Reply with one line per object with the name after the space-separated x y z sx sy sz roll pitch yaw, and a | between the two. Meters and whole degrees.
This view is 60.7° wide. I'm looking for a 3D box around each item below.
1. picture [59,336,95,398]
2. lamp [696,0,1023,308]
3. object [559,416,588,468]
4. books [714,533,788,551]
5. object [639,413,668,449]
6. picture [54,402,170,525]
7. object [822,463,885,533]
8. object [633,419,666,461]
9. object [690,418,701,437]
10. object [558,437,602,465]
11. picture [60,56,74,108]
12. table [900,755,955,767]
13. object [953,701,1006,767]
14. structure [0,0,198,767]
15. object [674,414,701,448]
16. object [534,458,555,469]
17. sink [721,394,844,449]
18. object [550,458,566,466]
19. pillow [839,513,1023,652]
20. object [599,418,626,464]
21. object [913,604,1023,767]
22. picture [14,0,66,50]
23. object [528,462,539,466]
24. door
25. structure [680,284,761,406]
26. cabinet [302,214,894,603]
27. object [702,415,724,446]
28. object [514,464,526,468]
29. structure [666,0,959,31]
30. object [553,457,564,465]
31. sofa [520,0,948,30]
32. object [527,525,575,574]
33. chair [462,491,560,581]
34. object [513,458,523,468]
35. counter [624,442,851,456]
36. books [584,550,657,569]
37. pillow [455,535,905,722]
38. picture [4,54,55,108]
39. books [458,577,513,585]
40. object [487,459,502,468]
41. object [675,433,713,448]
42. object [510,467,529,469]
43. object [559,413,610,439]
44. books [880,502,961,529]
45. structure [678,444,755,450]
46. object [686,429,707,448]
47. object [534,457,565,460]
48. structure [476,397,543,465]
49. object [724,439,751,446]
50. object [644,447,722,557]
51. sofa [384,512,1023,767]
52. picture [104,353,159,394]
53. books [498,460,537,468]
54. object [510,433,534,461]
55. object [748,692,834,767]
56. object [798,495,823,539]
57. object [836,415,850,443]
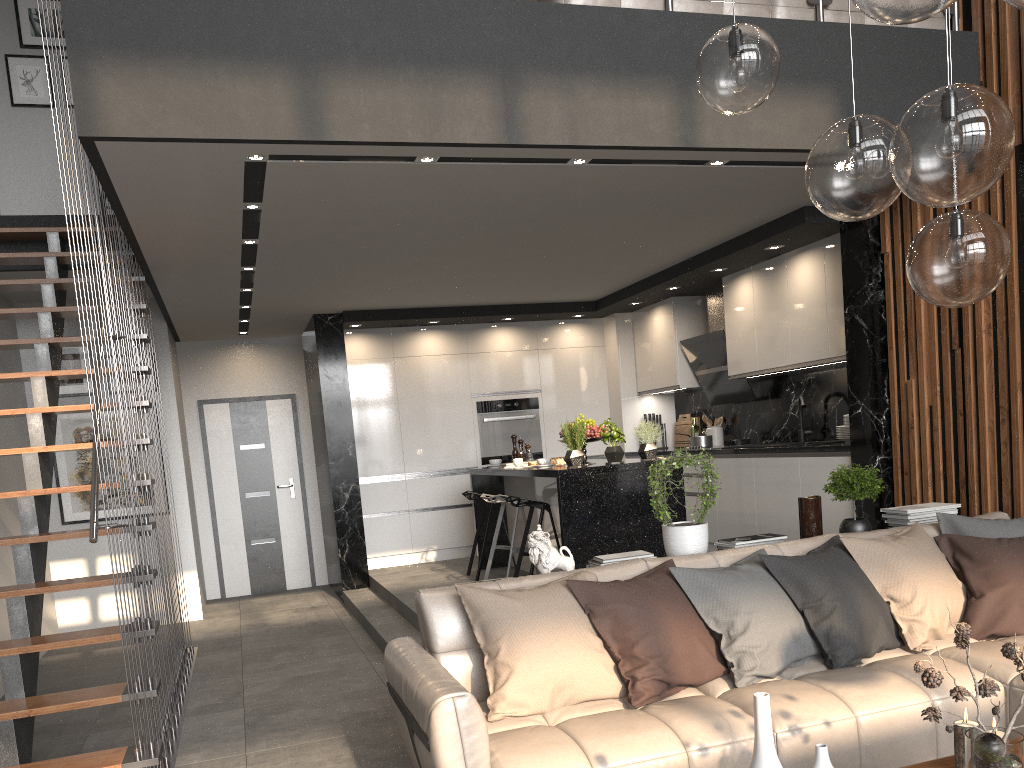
-3.794 -0.145 7.462 0.408 0.512 0.024 -6 5 -17 | picture
0.728 -2.708 1.627 1.224 5.055 1.222 -7 5 -20 | lamp
0.426 0.375 5.865 0.197 0.373 0.183 -3 4 27 | object
1.148 0.798 4.264 0.324 0.100 0.204 -4 -2 -17 | books
1.435 0.487 8.924 0.320 0.377 0.066 -5 5 -17 | object
-3.499 0.687 7.609 0.867 1.005 0.024 -5 5 -17 | picture
1.726 0.603 4.426 0.311 0.413 0.268 -4 3 32 | object
0.941 0.383 6.033 0.221 0.287 0.209 -5 2 -4 | object
1.788 0.469 8.482 0.089 0.286 0.081 -6 5 -17 | object
0.514 0.483 6.265 0.369 0.190 0.364 -6 -2 36 | object
-3.590 -2.531 7.357 0.332 0.416 0.024 -6 5 -17 | picture
1.036 1.237 1.998 1.446 0.358 0.897 -4 -3 -17 | table
1.272 0.959 2.369 0.153 0.213 0.076 -5 4 -7 | object
-2.760 -1.043 4.800 1.172 6.118 3.579 -7 3 -18 | structure
1.748 0.469 8.776 0.097 0.333 0.400 -6 1 -18 | object
0.229 0.565 6.219 0.156 0.071 0.154 -7 -3 41 | object
2.134 0.366 6.799 0.495 0.551 1.112 -5 -2 -18 | sink
0.339 0.576 6.507 0.130 0.060 0.070 -4 0 -17 | object
2.130 0.846 3.773 1.387 0.554 0.755 -6 -1 13 | pillow
0.682 0.385 5.925 0.178 0.316 0.171 -5 3 -7 | object
1.174 0.748 2.011 0.318 0.609 0.536 -2 3 43 | object
-3.823 -2.987 7.253 0.502 0.416 0.024 -5 5 -17 | picture
0.180 0.612 6.703 0.074 0.043 0.128 -4 -3 -25 | object
-2.656 1.180 9.169 0.969 2.106 0.168 -6 6 -17 | door
1.844 -0.342 7.704 0.411 1.042 0.735 -6 3 -18 | structure
0.445 0.155 6.998 3.603 3.272 6.201 -5 -2 -18 | cabinet
1.893 0.430 8.169 0.174 0.308 0.157 -6 4 -14 | object
0.057 0.631 6.727 0.130 0.027 0.027 -7 0 32 | object
-0.185 -1.899 5.499 4.203 0.747 3.376 -4 -3 -17 | structure
0.342 0.573 6.453 0.074 0.060 0.060 -5 1 4 | object
0.921 -2.023 5.320 2.267 0.789 2.287 -4 -3 -18 | sofa
0.178 0.770 3.937 0.207 0.293 0.134 -5 4 2 | object
-0.009 1.205 6.785 0.432 0.742 1.728 -6 -2 -18 | chair
0.049 0.613 6.772 0.077 0.071 0.083 -5 0 32 | object
1.956 0.544 7.353 0.607 0.040 3.458 -4 -4 -18 | counter
0.526 0.845 4.076 0.346 0.101 0.194 -4 -2 -17 | books
0.781 0.937 3.464 1.932 0.505 0.541 -4 0 -18 | pillow
-3.980 -2.502 7.236 0.332 0.416 0.024 -6 5 -17 | picture
-0.108 0.904 3.863 0.293 0.055 0.183 -4 -3 -13 | books
-0.141 0.672 7.380 0.156 0.071 0.154 -7 -3 41 | object
1.671 0.510 7.946 0.198 0.155 0.349 -5 -2 -27 | object
0.120 0.639 6.724 0.226 0.003 0.228 -4 -4 -18 | object
0.504 0.317 6.259 0.345 0.217 0.319 -5 -1 -20 | object
2.106 0.705 4.507 0.331 0.152 0.199 -4 0 -17 | books
1.825 0.561 7.761 0.507 0.061 0.600 -4 -4 -18 | structure
1.809 0.523 8.409 0.179 0.164 0.272 -5 -1 -18 | object
0.375 0.668 7.708 0.289 0.030 0.401 -4 -4 -18 | object
-0.104 0.498 9.100 0.652 0.639 0.650 -5 1 -18 | structure
1.924 0.508 7.619 0.348 0.061 0.233 -2 -4 -39 | object
0.809 0.583 4.130 0.381 0.582 0.215 -7 5 -37 | object
1.300 1.053 3.134 3.229 0.827 1.876 -4 -2 -17 | sofa
-3.313 -0.091 7.617 0.408 0.338 0.024 -5 5 -17 | picture
0.063 0.654 7.138 0.321 0.038 0.172 -4 -3 -18 | books
0.101 0.559 7.628 0.149 0.287 0.200 -7 3 -35 | object
0.659 0.893 2.014 0.316 0.402 0.317 -5 2 1 | object
1.486 0.691 4.351 0.108 0.271 0.108 -6 4 -12 | object
2.434 0.306 6.139 0.299 0.197 0.304 -5 -1 -15 | object
